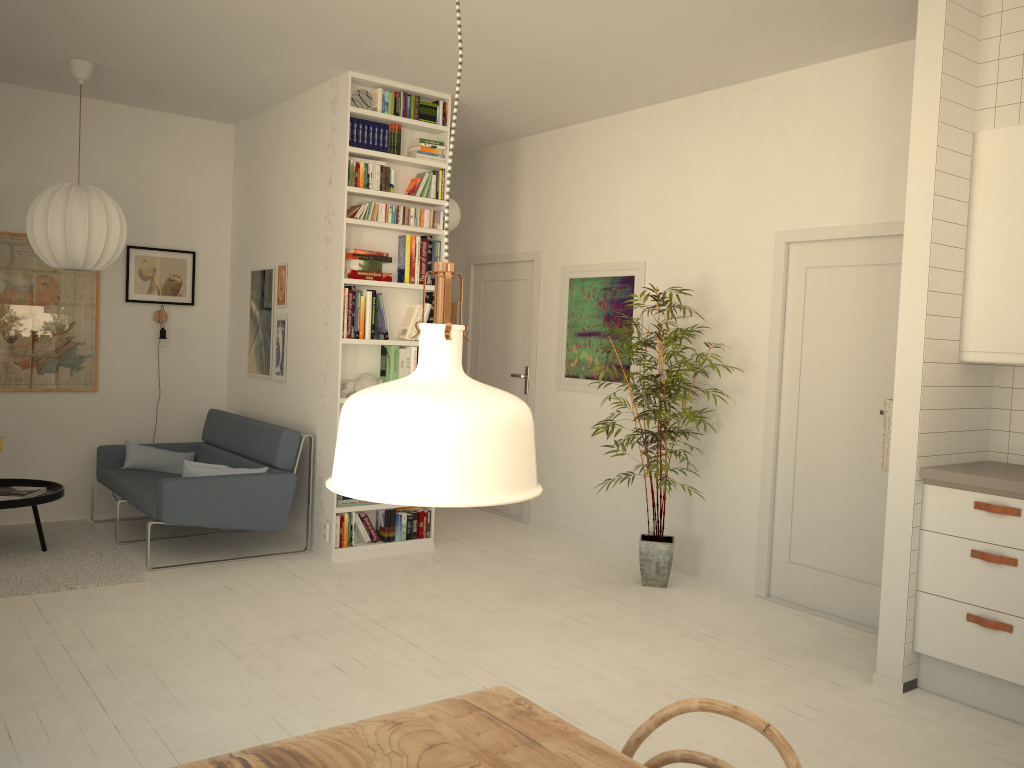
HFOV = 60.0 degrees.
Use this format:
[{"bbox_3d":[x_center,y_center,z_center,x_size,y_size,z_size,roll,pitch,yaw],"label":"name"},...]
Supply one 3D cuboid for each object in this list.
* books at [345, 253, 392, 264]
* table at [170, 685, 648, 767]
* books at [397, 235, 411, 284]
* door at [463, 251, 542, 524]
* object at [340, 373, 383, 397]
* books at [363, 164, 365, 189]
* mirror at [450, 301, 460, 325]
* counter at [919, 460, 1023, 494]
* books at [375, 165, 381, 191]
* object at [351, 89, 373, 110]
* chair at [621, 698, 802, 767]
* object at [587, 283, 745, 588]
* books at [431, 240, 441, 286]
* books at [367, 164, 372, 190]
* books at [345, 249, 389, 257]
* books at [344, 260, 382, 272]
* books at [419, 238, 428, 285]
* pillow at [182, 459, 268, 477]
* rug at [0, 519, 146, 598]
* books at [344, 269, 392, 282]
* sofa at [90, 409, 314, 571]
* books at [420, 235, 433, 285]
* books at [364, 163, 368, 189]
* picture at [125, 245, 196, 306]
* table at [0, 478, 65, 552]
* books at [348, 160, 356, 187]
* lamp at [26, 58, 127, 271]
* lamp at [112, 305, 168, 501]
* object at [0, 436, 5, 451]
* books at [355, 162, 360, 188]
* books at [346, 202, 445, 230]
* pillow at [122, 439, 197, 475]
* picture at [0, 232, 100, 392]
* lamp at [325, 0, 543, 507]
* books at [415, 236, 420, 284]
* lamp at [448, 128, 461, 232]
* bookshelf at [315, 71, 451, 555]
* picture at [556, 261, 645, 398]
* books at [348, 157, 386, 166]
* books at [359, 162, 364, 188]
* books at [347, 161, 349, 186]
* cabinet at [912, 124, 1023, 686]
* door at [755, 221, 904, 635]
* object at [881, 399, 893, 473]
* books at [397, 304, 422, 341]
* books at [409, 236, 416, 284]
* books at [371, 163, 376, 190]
[{"bbox_3d":[-0.924,-0.770,5.446,0.314,0.035,0.205,0,4,-37],"label":"books"},{"bbox_3d":[0.149,0.977,0.638,0.894,0.749,1.798,0,4,-37],"label":"table"},{"bbox_3d":[-0.707,-0.785,5.609,0.032,0.300,0.200,1,3,-37],"label":"books"},{"bbox_3d":[-0.074,0.001,6.986,0.166,2.032,0.955,1,3,-37],"label":"door"},{"bbox_3d":[-0.923,0.006,5.444,0.311,0.150,0.137,1,3,-29],"label":"object"},{"bbox_3d":[-0.946,-1.247,5.378,0.013,0.149,0.208,1,3,-37],"label":"books"},{"bbox_3d":[-0.614,-0.021,7.578,0.029,1.370,0.500,1,3,-37],"label":"mirror"},{"bbox_3d":[2.439,0.582,1.178,2.856,0.163,4.846,0,4,-37],"label":"counter"},{"bbox_3d":[-0.870,-1.248,5.428,0.035,0.158,0.200,1,3,-37],"label":"books"},{"bbox_3d":[-0.897,-1.696,5.306,0.131,0.131,0.131,0,4,-41],"label":"object"},{"bbox_3d":[0.165,0.907,1.242,0.483,0.810,0.385,0,3,-39],"label":"chair"},{"bbox_3d":[0.353,0.266,5.359,2.089,1.711,0.778,4,3,34],"label":"object"},{"bbox_3d":[-0.532,-0.774,5.718,0.054,0.289,0.179,1,3,-37],"label":"books"},{"bbox_3d":[-0.906,-1.247,5.389,0.012,0.155,0.208,1,3,-37],"label":"books"},{"bbox_3d":[-0.925,-0.799,5.434,0.203,0.026,0.266,5,4,42],"label":"books"},{"bbox_3d":[-0.920,-0.718,5.437,0.128,0.064,0.268,4,3,23],"label":"books"},{"bbox_3d":[-0.608,-0.776,5.662,0.059,0.291,0.182,1,3,-37],"label":"books"},{"bbox_3d":[-1.706,0.597,5.202,0.533,0.353,0.141,0,3,-37],"label":"pillow"},{"bbox_3d":[-2.977,0.988,5.039,1.304,0.012,1.661,0,4,-35],"label":"rug"},{"bbox_3d":[-0.916,-0.659,5.434,0.300,0.056,0.202,0,4,-37],"label":"books"},{"bbox_3d":[-2.049,0.610,5.756,0.964,0.773,1.603,0,4,-37],"label":"sofa"},{"bbox_3d":[-0.570,-0.788,5.690,0.039,0.317,0.161,1,3,-37],"label":"books"},{"bbox_3d":[-0.930,-1.250,5.390,0.024,0.155,0.188,1,3,-37],"label":"books"},{"bbox_3d":[-2.550,-0.783,6.445,0.481,0.402,0.015,0,3,-37],"label":"picture"},{"bbox_3d":[-2.989,0.794,5.068,0.761,0.385,0.761,1,3,-21],"label":"table"},{"bbox_3d":[-0.999,-1.250,5.322,0.034,0.162,0.197,1,3,-37],"label":"books"},{"bbox_3d":[-2.562,-1.290,5.249,0.536,1.228,0.536,2,3,-3],"label":"lamp"},{"bbox_3d":[-2.658,0.134,6.356,0.360,1.415,0.112,1,3,-37],"label":"lamp"},{"bbox_3d":[-3.063,0.400,5.019,0.291,0.471,0.361,3,3,1],"label":"object"},{"bbox_3d":[-0.976,-1.245,5.343,0.030,0.149,0.202,1,3,-37],"label":"books"},{"bbox_3d":[-0.775,-1.042,5.524,0.664,0.110,0.278,0,4,-37],"label":"books"},{"bbox_3d":[-2.469,0.520,6.223,0.540,0.277,0.157,0,3,-36],"label":"pillow"},{"bbox_3d":[-3.231,-0.474,5.959,0.838,1.052,0.012,0,3,-37],"label":"picture"},{"bbox_3d":[-0.047,-0.686,0.913,0.229,1.595,0.230,2,3,-2],"label":"lamp"},{"bbox_3d":[-0.646,-0.781,5.641,0.029,0.301,0.185,1,3,-37],"label":"books"},{"bbox_3d":[-0.507,-1.498,6.547,0.275,0.767,0.275,0,4,-43],"label":"lamp"},{"bbox_3d":[-0.805,-0.391,5.556,0.710,2.899,0.249,1,3,-37],"label":"bookshelf"},{"bbox_3d":[0.584,-0.374,6.010,0.012,0.876,0.822,1,3,-37],"label":"picture"},{"bbox_3d":[-0.917,-1.340,5.392,0.255,0.022,0.189,1,3,-27],"label":"books"},{"bbox_3d":[-0.951,-1.247,5.355,0.023,0.152,0.199,1,3,-37],"label":"books"},{"bbox_3d":[-1.036,-1.250,5.325,0.019,0.156,0.205,1,3,-37],"label":"books"},{"bbox_3d":[2.458,0.185,1.162,2.853,2.159,4.846,0,4,-37],"label":"cabinet"},{"bbox_3d":[1.742,0.207,4.573,0.166,2.032,0.955,1,3,-37],"label":"door"},{"bbox_3d":[1.768,0.083,3.864,0.439,0.612,0.093,0,3,-38],"label":"object"},{"bbox_3d":[-0.655,-0.391,5.627,0.115,0.232,0.133,1,3,-37],"label":"books"},{"bbox_3d":[-0.675,-0.782,5.625,0.039,0.301,0.199,1,3,-37],"label":"books"},{"bbox_3d":[-0.899,-1.250,5.415,0.028,0.159,0.223,1,3,-37],"label":"books"}]
